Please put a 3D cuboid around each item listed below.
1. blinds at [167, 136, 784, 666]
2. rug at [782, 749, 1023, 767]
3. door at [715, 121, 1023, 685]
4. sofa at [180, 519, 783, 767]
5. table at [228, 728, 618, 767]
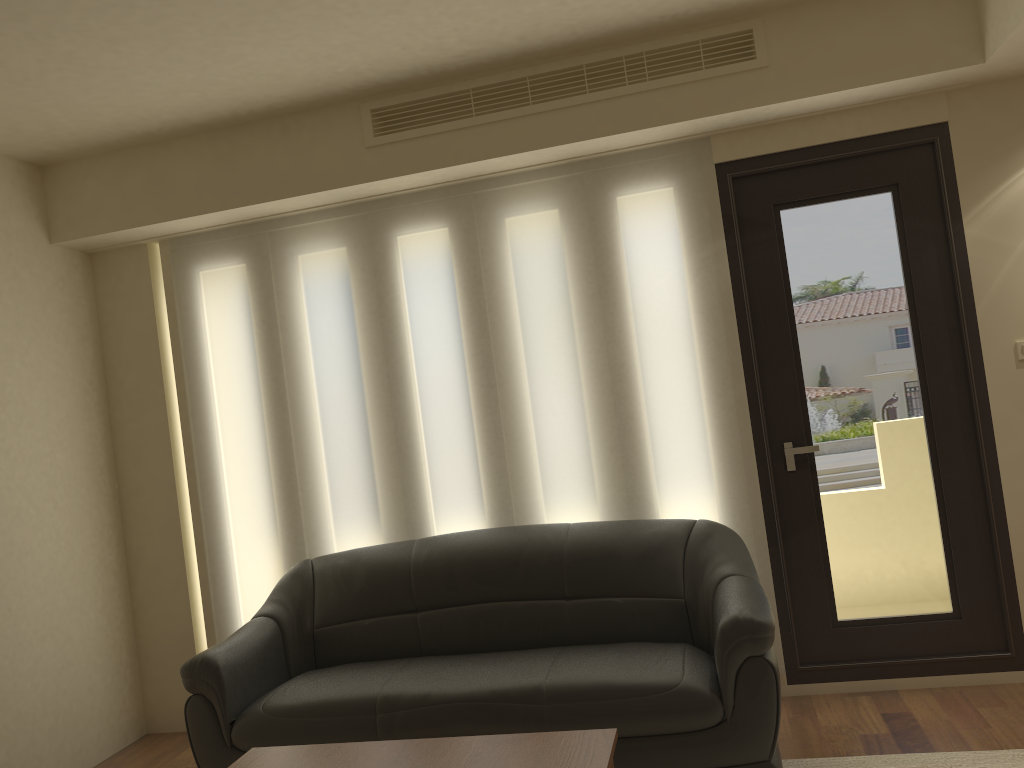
[{"bbox_3d":[-0.295,0.254,4.359,2.830,2.453,0.002,-8,-2,12],"label":"blinds"},{"bbox_3d":[0.092,1.523,2.316,3.592,0.011,2.482,-8,-2,12],"label":"rug"},{"bbox_3d":[1.595,0.106,4.012,1.011,2.420,0.118,-8,-2,12],"label":"door"},{"bbox_3d":[-0.110,1.121,3.720,2.337,0.918,0.944,-8,-2,12],"label":"sofa"},{"bbox_3d":[-0.333,1.334,2.229,1.213,0.482,1.045,-8,-2,12],"label":"table"}]
